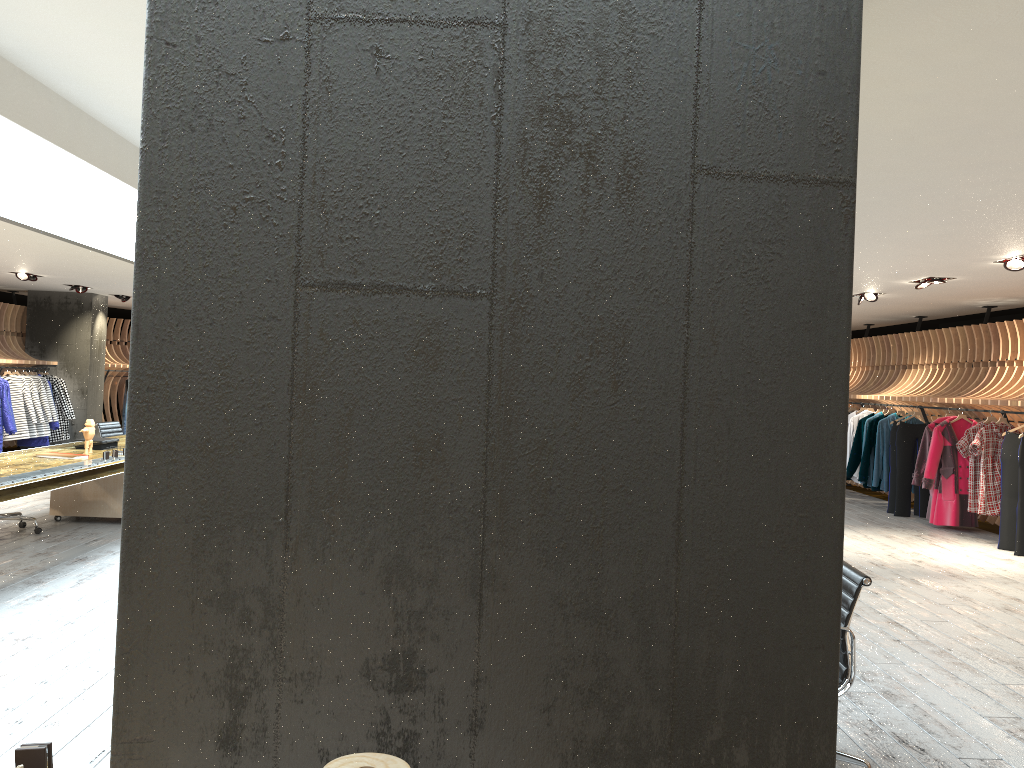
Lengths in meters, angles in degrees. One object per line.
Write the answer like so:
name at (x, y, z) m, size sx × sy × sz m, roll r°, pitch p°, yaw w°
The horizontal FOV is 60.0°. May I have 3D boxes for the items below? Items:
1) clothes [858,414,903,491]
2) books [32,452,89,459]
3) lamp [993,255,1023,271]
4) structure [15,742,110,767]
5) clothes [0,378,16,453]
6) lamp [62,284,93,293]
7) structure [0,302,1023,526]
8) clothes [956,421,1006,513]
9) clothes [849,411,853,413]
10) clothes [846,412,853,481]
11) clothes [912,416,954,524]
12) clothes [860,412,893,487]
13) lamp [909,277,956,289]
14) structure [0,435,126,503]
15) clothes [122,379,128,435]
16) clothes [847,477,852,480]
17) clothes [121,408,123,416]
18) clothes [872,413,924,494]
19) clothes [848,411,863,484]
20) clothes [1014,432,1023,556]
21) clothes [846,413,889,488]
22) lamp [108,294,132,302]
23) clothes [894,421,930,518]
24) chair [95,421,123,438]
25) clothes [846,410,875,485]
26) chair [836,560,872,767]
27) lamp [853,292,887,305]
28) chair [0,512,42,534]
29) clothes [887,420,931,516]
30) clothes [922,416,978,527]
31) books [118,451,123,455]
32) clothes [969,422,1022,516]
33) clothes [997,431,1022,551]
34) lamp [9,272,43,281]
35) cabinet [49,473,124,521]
clothes at (5.247, 0.953, 12.291) m, size 0.913 × 1.082 × 0.238 m, roll 2°, pitch -1°, yaw -2°
books at (-3.735, 0.594, 7.340) m, size 0.366 × 0.026 × 0.213 m, roll 2°, pitch 0°, yaw 9°
lamp at (4.435, -1.123, 7.675) m, size 0.269 × 0.284 × 0.492 m, roll 2°, pitch 0°, yaw -2°
structure at (-1.954, 1.006, 9.177) m, size 4.835 × 0.844 × 18.473 m, roll 2°, pitch 0°, yaw -2°
clothes at (-7.928, 0.446, 13.334) m, size 0.883 × 1.246 × 0.249 m, roll 2°, pitch -1°, yaw -5°
lamp at (-6.970, -1.607, 14.253) m, size 0.269 × 0.292 × 0.492 m, roll 2°, pitch 0°, yaw -2°
structure at (-1.154, 0.181, 5.139) m, size 14.881 × 2.440 × 36.549 m, roll 2°, pitch 0°, yaw -2°
clothes at (5.297, 0.929, 9.836) m, size 0.760 × 1.020 × 0.187 m, roll 2°, pitch -1°, yaw -1°
clothes at (5.169, 0.875, 13.954) m, size 0.734 × 0.938 × 0.164 m, roll 2°, pitch -1°, yaw 2°
clothes at (5.205, 0.952, 13.587) m, size 0.913 × 1.082 × 0.238 m, roll 2°, pitch -1°, yaw 3°
clothes at (5.277, 1.037, 10.743) m, size 0.839 × 1.312 × 0.321 m, roll 2°, pitch -1°, yaw -2°
clothes at (5.251, 0.925, 12.416) m, size 0.715 × 1.088 × 0.257 m, roll 2°, pitch -1°, yaw -6°
lamp at (4.392, -1.122, 9.269) m, size 0.269 × 0.296 × 0.492 m, roll 2°, pitch 0°, yaw -2°
structure at (-3.794, 0.929, 9.343) m, size 1.162 × 0.844 × 10.450 m, roll 2°, pitch 0°, yaw -2°
clothes at (-7.771, 0.613, 17.937) m, size 0.200 × 1.422 × 0.309 m, roll 3°, pitch -1°, yaw -24°
clothes at (5.210, 0.952, 13.674) m, size 0.913 × 1.082 × 0.238 m, roll 2°, pitch -1°, yaw -2°
clothes at (-7.684, 0.263, 18.254) m, size 0.839 × 0.881 × 0.200 m, roll 2°, pitch -1°, yaw 14°
clothes at (5.263, 0.926, 11.977) m, size 0.715 × 1.088 × 0.256 m, roll 2°, pitch -1°, yaw 4°
clothes at (5.244, 0.933, 13.171) m, size 0.733 × 1.106 × 0.165 m, roll 2°, pitch -1°, yaw 3°
clothes at (5.328, 1.168, 8.904) m, size 0.539 × 1.353 × 0.087 m, roll 2°, pitch -1°, yaw -2°
clothes at (5.231, 0.952, 12.646) m, size 0.913 × 1.082 × 0.238 m, roll 2°, pitch -1°, yaw 3°
lamp at (-6.954, -1.610, 15.846) m, size 0.269 × 0.292 × 0.492 m, roll 2°, pitch 0°, yaw 5°
clothes at (5.239, 1.160, 11.499) m, size 0.539 × 1.353 × 0.087 m, roll 2°, pitch -1°, yaw 3°
chair at (-4.547, 0.887, 10.500) m, size 0.667 × 0.860 × 0.693 m, roll 2°, pitch 0°, yaw -5°
clothes at (5.192, 0.932, 12.980) m, size 0.733 × 1.106 × 0.165 m, roll 2°, pitch -1°, yaw -2°
chair at (1.046, 1.134, 3.545) m, size 0.667 × 0.860 × 0.693 m, roll 2°, pitch 0°, yaw -5°
lamp at (4.350, -1.124, 10.863) m, size 0.269 × 0.301 × 0.492 m, roll 2°, pitch 0°, yaw -2°
chair at (-4.508, 0.894, 7.855) m, size 0.667 × 0.860 × 0.693 m, roll 2°, pitch 0°, yaw -10°
clothes at (5.253, 1.160, 11.691) m, size 0.539 × 1.353 × 0.087 m, roll 2°, pitch -1°, yaw 23°
clothes at (5.283, 1.038, 10.454) m, size 0.840 × 1.312 × 0.321 m, roll 2°, pitch -1°, yaw 8°
books at (-3.375, 0.602, 7.769) m, size 0.155 × 0.025 × 0.110 m, roll 2°, pitch 0°, yaw -7°
clothes at (5.288, 0.926, 9.613) m, size 0.759 × 1.030 × 0.179 m, roll 3°, pitch -1°, yaw -16°
clothes at (5.305, 1.167, 9.107) m, size 0.539 × 1.353 × 0.087 m, roll 2°, pitch -1°, yaw 38°
lamp at (-6.927, -1.606, 12.659) m, size 0.269 × 0.286 × 0.492 m, roll 2°, pitch 0°, yaw -2°
cabinet at (-3.887, 1.033, 8.845) m, size 1.131 × 0.630 × 0.593 m, roll 2°, pitch 0°, yaw -2°
